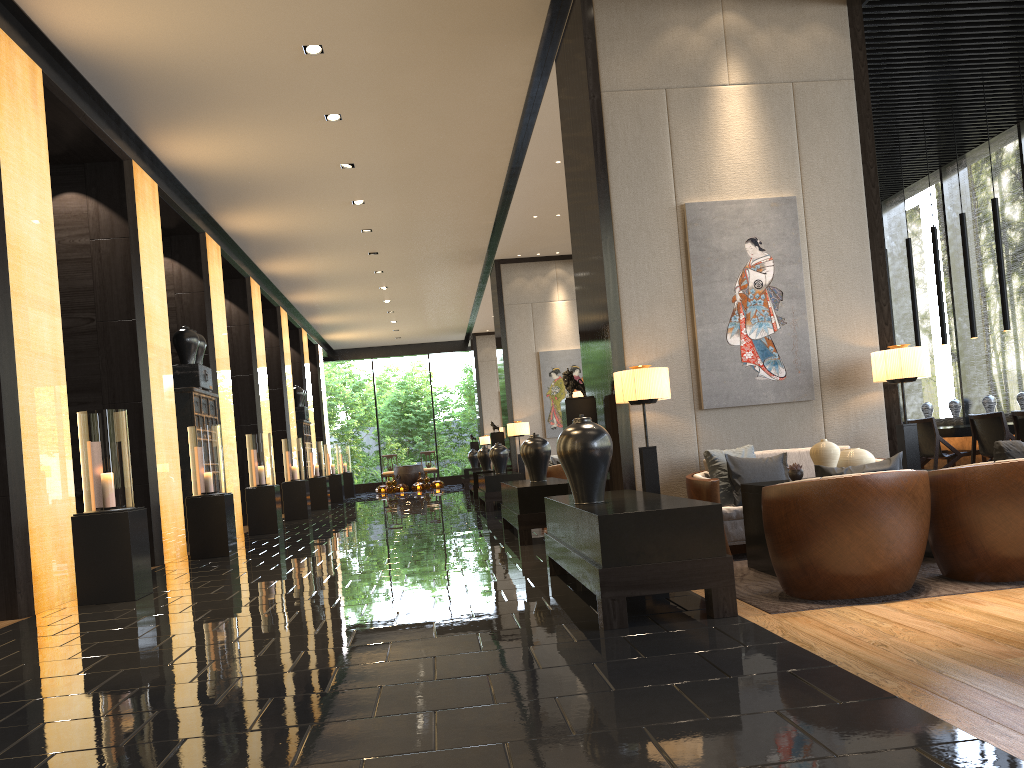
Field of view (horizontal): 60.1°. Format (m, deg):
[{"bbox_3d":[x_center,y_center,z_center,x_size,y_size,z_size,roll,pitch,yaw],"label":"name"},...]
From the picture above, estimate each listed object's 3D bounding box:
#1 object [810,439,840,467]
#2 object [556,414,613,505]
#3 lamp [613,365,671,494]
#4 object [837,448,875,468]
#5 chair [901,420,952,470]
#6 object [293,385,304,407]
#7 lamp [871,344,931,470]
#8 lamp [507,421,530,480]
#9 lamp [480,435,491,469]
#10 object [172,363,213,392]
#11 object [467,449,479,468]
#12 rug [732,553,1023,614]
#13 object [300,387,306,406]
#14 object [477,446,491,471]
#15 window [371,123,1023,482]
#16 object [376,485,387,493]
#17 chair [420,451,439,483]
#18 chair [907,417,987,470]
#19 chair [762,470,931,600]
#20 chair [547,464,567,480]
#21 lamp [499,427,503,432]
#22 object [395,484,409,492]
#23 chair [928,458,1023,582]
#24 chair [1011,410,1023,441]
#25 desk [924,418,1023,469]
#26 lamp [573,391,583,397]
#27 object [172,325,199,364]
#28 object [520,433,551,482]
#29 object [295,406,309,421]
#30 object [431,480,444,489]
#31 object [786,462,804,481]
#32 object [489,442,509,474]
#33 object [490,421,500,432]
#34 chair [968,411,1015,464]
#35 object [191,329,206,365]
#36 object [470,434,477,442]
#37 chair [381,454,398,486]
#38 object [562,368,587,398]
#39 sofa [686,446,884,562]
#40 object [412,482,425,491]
[{"bbox_3d":[1.852,0.443,5.229,0.171,0.235,0.171,-6,-3,30],"label":"object"},{"bbox_3d":[0.407,0.412,4.896,0.312,0.492,0.311,-5,-2,13],"label":"object"},{"bbox_3d":[0.940,0.551,6.069,0.374,1.346,0.376,-4,-2,-44],"label":"lamp"},{"bbox_3d":[2.045,0.469,5.302,0.245,0.167,0.246,-5,-3,-2],"label":"object"},{"bbox_3d":[4.105,0.773,9.101,0.563,0.826,0.527,-5,-2,-5],"label":"chair"},{"bbox_3d":[-4.768,0.268,19.634,0.311,0.492,0.312,-4,-2,-32],"label":"object"},{"bbox_3d":[2.788,0.402,6.236,0.375,1.349,0.374,-6,-1,24],"label":"lamp"},{"bbox_3d":[0.155,1.302,14.958,0.375,1.349,0.375,-5,-1,13],"label":"lamp"},{"bbox_3d":[-0.635,2.060,23.914,0.375,1.349,0.374,-6,-1,24],"label":"lamp"},{"bbox_3d":[-3.963,-0.059,11.003,0.365,0.314,0.607,-5,-4,-5],"label":"object"},{"bbox_3d":[-0.991,1.920,22.897,0.312,0.492,0.311,-5,-2,13],"label":"object"},{"bbox_3d":[2.051,1.063,5.234,1.957,0.008,2.248,-5,-4,-5],"label":"rug"},{"bbox_3d":[-4.797,0.296,19.965,0.311,0.492,0.312,-4,-2,-24],"label":"object"},{"bbox_3d":[-0.536,1.483,17.738,0.312,0.492,0.311,-5,-2,13],"label":"object"},{"bbox_3d":[-0.164,-0.380,11.543,12.047,4.220,31.972,-5,-4,-5],"label":"window"},{"bbox_3d":[-3.648,2.961,24.975,0.370,0.229,0.370,-6,-4,12],"label":"object"},{"bbox_3d":[-2.447,2.520,26.088,0.520,1.075,0.537,-5,-2,-5],"label":"chair"},{"bbox_3d":[4.156,0.725,8.528,0.563,0.826,0.527,-5,-2,-5],"label":"chair"},{"bbox_3d":[1.671,0.726,4.318,0.803,0.603,0.607,-5,-3,-5],"label":"chair"},{"bbox_3d":[0.891,1.475,13.154,0.803,0.603,0.607,-5,-3,-5],"label":"chair"},{"bbox_3d":[-0.004,1.454,16.759,0.375,1.349,0.375,-5,-1,13],"label":"lamp"},{"bbox_3d":[-3.045,2.868,24.446,0.370,0.229,0.370,-6,-4,17],"label":"object"},{"bbox_3d":[2.520,0.659,4.395,0.803,0.603,0.607,-5,-3,-5],"label":"chair"},{"bbox_3d":[4.295,0.591,6.946,0.563,0.826,0.527,-5,-2,-5],"label":"chair"},{"bbox_3d":[4.278,0.965,11.385,1.779,0.758,28.812,-5,-4,-5],"label":"desk"},{"bbox_3d":[0.782,0.718,7.869,0.376,1.317,0.374,-6,-2,39],"label":"lamp"},{"bbox_3d":[-3.993,-0.475,10.852,0.311,0.492,0.312,-3,-3,-39],"label":"object"},{"bbox_3d":[0.244,0.735,8.900,0.311,0.492,0.312,-4,-2,-24],"label":"object"},{"bbox_3d":[-4.738,0.684,19.785,0.365,0.314,0.607,-5,-4,-5],"label":"object"},{"bbox_3d":[-2.116,2.838,25.095,0.369,0.229,0.371,-3,-4,-33],"label":"object"},{"bbox_3d":[1.700,0.524,5.304,0.091,0.112,0.091,-3,-3,-43],"label":"object"},{"bbox_3d":[-0.197,1.158,13.901,0.312,0.492,0.311,-5,-2,13],"label":"object"},{"bbox_3d":[-0.306,0.764,15.875,0.161,0.217,0.102,-4,-2,-17],"label":"object"},{"bbox_3d":[4.245,0.639,7.519,0.563,0.826,0.527,-5,-2,-5],"label":"chair"},{"bbox_3d":[-4.022,-0.447,11.182,0.311,0.492,0.312,-4,-2,-24],"label":"object"},{"bbox_3d":[-1.092,1.506,24.807,0.176,0.245,0.116,-5,-2,0],"label":"object"},{"bbox_3d":[-3.567,2.609,25.987,0.520,1.075,0.537,-5,-2,-5],"label":"chair"},{"bbox_3d":[0.485,-0.006,6.944,0.176,0.245,0.116,-5,-2,-5],"label":"object"},{"bbox_3d":[1.907,0.795,6.064,1.448,0.692,0.604,-5,-2,-5],"label":"sofa"},{"bbox_3d":[-2.588,2.832,24.492,0.369,0.229,0.371,-5,-3,-3],"label":"object"}]
